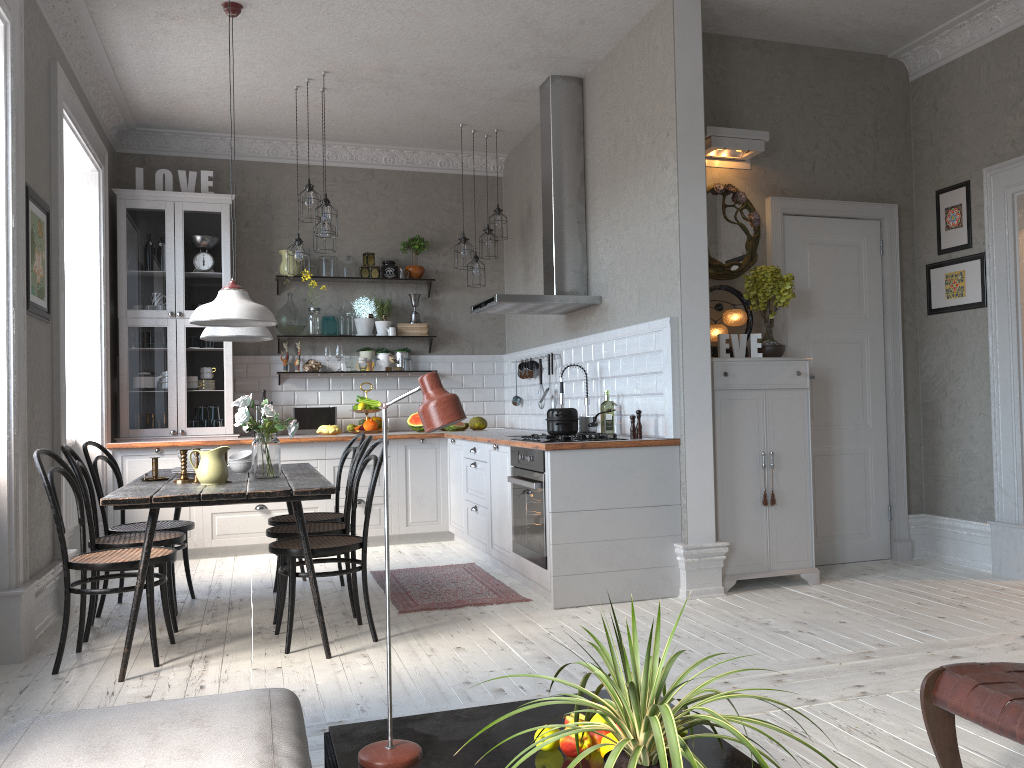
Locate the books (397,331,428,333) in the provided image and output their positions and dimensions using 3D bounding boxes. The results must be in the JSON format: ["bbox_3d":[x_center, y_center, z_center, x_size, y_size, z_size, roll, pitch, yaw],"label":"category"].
[{"bbox_3d":[-0.861,-0.446,7.661,0.263,0.016,0.156,-1,-1,-9],"label":"books"}]

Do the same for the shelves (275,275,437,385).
[{"bbox_3d":[-1.311,-0.429,7.505,1.333,0.923,0.225,-1,-1,-18],"label":"shelves"}]

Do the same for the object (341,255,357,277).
[{"bbox_3d":[-1.395,-0.989,7.574,0.137,0.220,0.142,-2,-2,32],"label":"object"}]

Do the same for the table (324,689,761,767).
[{"bbox_3d":[0.141,0.947,1.643,0.860,0.303,1.293,-1,-2,-17],"label":"table"}]

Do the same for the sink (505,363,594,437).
[{"bbox_3d":[0.267,0.225,5.669,0.535,0.720,0.480,-1,-1,-17],"label":"sink"}]

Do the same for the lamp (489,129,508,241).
[{"bbox_3d":[-0.127,-2.043,7.200,0.143,1.735,0.150,-3,-2,44],"label":"lamp"}]

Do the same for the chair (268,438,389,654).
[{"bbox_3d":[-0.844,0.718,4.113,0.557,0.920,0.431,-1,-1,-20],"label":"chair"}]

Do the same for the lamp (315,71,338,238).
[{"bbox_3d":[-1.247,-1.846,5.883,0.144,1.735,0.149,-2,-2,29],"label":"lamp"}]

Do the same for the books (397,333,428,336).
[{"bbox_3d":[-0.860,-0.425,7.661,0.263,0.011,0.156,-1,-1,-12],"label":"books"}]

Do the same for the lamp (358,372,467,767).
[{"bbox_3d":[-0.220,0.394,1.918,0.248,0.839,0.139,-2,-1,17],"label":"lamp"}]

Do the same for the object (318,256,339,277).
[{"bbox_3d":[-1.540,-0.972,7.427,0.169,0.184,0.174,-2,-2,22],"label":"object"}]

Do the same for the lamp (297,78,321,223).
[{"bbox_3d":[-1.386,-1.970,6.006,0.149,1.735,0.144,0,-2,-31],"label":"lamp"}]

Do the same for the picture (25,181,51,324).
[{"bbox_3d":[-2.349,-0.633,4.389,0.020,0.619,0.514,-1,-1,-16],"label":"picture"}]

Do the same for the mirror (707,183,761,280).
[{"bbox_3d":[1.284,-0.927,5.364,0.539,0.593,0.070,-1,-1,-18],"label":"mirror"}]

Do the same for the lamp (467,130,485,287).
[{"bbox_3d":[-0.307,-1.658,7.194,0.143,1.735,0.150,-3,-2,44],"label":"lamp"}]

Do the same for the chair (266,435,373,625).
[{"bbox_3d":[-0.996,0.735,4.618,0.553,0.920,0.434,-1,-1,-10],"label":"chair"}]

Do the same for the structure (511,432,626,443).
[{"bbox_3d":[0.312,0.299,5.010,0.502,0.031,0.598,-1,-2,-17],"label":"structure"}]

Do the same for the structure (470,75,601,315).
[{"bbox_3d":[0.129,-1.310,6.087,0.722,1.595,0.703,-1,-1,-17],"label":"structure"}]

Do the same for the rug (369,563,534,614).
[{"bbox_3d":[-0.410,1.188,5.248,0.745,0.014,1.273,-1,-2,-17],"label":"rug"}]

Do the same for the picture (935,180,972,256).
[{"bbox_3d":[2.755,-1.032,5.527,0.012,0.416,0.278,-1,-1,-16],"label":"picture"}]

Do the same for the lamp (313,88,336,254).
[{"bbox_3d":[-1.321,-1.786,6.183,0.149,1.735,0.144,0,-2,-31],"label":"lamp"}]

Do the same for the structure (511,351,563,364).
[{"bbox_3d":[0.180,-0.198,6.965,0.096,0.053,1.072,-1,-2,-16],"label":"structure"}]

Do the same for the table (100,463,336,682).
[{"bbox_3d":[-1.429,0.834,4.487,0.916,0.735,1.895,-1,-2,-17],"label":"table"}]

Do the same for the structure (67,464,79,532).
[{"bbox_3d":[-2.839,0.739,5.510,0.151,0.428,1.206,-1,-2,-18],"label":"structure"}]

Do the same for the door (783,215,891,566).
[{"bbox_3d":[2.060,0.036,5.595,0.761,2.183,0.079,-1,-1,-19],"label":"door"}]

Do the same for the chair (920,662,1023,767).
[{"bbox_3d":[1.562,0.713,2.110,1.030,0.721,0.501,-1,-1,-18],"label":"chair"}]

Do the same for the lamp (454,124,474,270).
[{"bbox_3d":[-0.396,-1.783,7.030,0.145,1.735,0.148,-2,-1,14],"label":"lamp"}]

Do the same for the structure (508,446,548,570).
[{"bbox_3d":[0.346,0.662,5.005,0.626,0.623,0.614,-1,-1,-17],"label":"structure"}]

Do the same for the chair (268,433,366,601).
[{"bbox_3d":[-1.113,0.749,5.082,0.557,0.920,0.431,-1,-1,-20],"label":"chair"}]

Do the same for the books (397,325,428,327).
[{"bbox_3d":[-0.862,-0.500,7.663,0.263,0.016,0.156,-1,-1,-9],"label":"books"}]

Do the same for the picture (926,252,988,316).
[{"bbox_3d":[2.763,-0.617,5.520,0.014,0.331,0.483,-1,-2,-16],"label":"picture"}]

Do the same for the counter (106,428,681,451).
[{"bbox_3d":[-1.075,0.386,5.897,3.202,0.039,3.347,-1,-2,-17],"label":"counter"}]

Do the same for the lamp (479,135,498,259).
[{"bbox_3d":[-0.211,-1.909,7.344,0.144,1.735,0.149,-2,-2,24],"label":"lamp"}]

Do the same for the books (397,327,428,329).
[{"bbox_3d":[-0.862,-0.479,7.662,0.263,0.011,0.156,-1,-1,-12],"label":"books"}]

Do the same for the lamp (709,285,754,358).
[{"bbox_3d":[1.231,-0.301,5.192,0.453,0.558,0.170,-1,-1,-10],"label":"lamp"}]

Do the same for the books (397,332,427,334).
[{"bbox_3d":[-0.861,-0.435,7.661,0.262,0.016,0.157,-1,-1,-6],"label":"books"}]

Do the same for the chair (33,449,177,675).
[{"bbox_3d":[-1.744,0.732,3.831,0.553,0.920,0.434,-1,-1,-10],"label":"chair"}]

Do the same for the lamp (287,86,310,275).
[{"bbox_3d":[-1.487,-1.625,6.127,0.143,1.735,0.150,-2,-2,39],"label":"lamp"}]

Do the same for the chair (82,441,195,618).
[{"bbox_3d":[-2.020,0.763,4.822,0.551,0.920,0.436,-1,-1,-5],"label":"chair"}]

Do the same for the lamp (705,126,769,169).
[{"bbox_3d":[1.300,-1.409,5.300,0.421,0.171,0.217,-1,-2,-18],"label":"lamp"}]

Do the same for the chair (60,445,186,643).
[{"bbox_3d":[-1.902,0.749,4.356,0.557,0.920,0.431,-1,-1,-20],"label":"chair"}]

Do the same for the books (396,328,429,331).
[{"bbox_3d":[-0.861,-0.468,7.662,0.264,0.011,0.156,-1,-2,-15],"label":"books"}]

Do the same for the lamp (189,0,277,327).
[{"bbox_3d":[-1.281,-1.197,4.035,0.374,1.858,0.384,-2,-1,20],"label":"lamp"}]

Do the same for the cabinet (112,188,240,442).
[{"bbox_3d":[-2.610,-0.505,6.934,0.891,1.921,0.383,-1,-1,-18],"label":"cabinet"}]

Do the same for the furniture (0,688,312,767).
[{"bbox_3d":[-0.637,0.863,1.519,0.591,0.476,0.817,-1,-2,-17],"label":"furniture"}]

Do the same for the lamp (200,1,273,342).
[{"bbox_3d":[-1.529,-1.170,4.882,0.382,1.858,0.376,-1,-1,-10],"label":"lamp"}]

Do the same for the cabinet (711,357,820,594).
[{"bbox_3d":[1.368,0.504,5.112,0.675,1.297,0.379,-1,-1,-18],"label":"cabinet"}]

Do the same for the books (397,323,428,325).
[{"bbox_3d":[-0.862,-0.511,7.663,0.263,0.011,0.156,-1,-1,-12],"label":"books"}]

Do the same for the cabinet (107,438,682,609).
[{"bbox_3d":[-0.672,0.795,6.171,4.121,0.854,2.023,-2,-2,28],"label":"cabinet"}]
